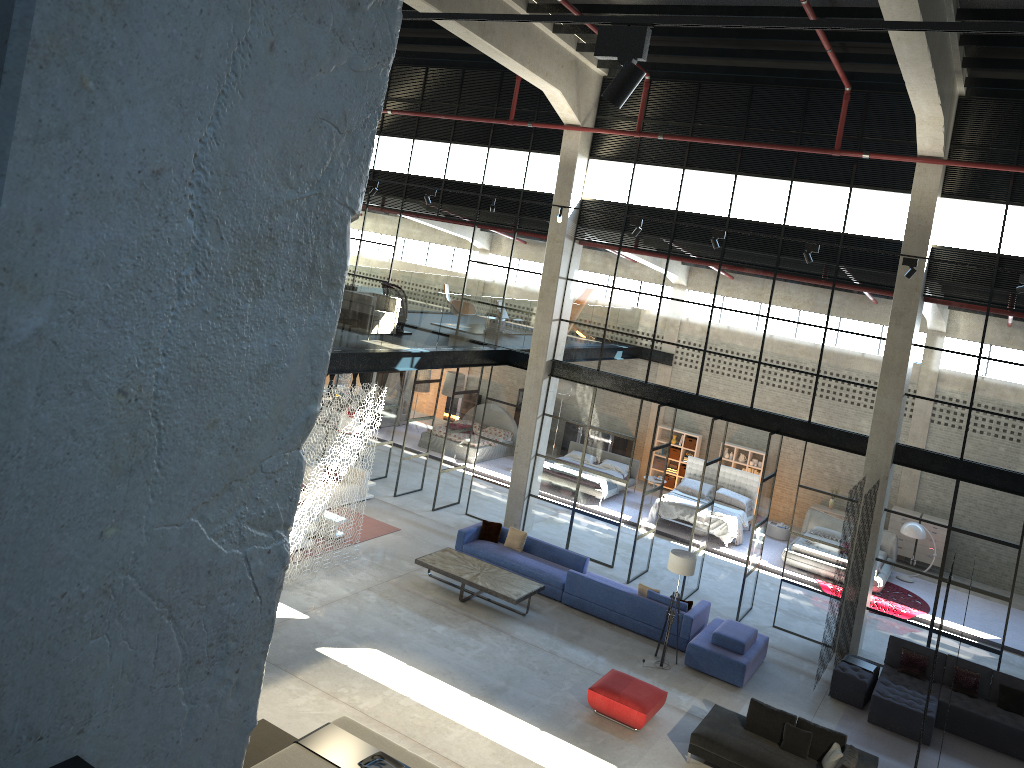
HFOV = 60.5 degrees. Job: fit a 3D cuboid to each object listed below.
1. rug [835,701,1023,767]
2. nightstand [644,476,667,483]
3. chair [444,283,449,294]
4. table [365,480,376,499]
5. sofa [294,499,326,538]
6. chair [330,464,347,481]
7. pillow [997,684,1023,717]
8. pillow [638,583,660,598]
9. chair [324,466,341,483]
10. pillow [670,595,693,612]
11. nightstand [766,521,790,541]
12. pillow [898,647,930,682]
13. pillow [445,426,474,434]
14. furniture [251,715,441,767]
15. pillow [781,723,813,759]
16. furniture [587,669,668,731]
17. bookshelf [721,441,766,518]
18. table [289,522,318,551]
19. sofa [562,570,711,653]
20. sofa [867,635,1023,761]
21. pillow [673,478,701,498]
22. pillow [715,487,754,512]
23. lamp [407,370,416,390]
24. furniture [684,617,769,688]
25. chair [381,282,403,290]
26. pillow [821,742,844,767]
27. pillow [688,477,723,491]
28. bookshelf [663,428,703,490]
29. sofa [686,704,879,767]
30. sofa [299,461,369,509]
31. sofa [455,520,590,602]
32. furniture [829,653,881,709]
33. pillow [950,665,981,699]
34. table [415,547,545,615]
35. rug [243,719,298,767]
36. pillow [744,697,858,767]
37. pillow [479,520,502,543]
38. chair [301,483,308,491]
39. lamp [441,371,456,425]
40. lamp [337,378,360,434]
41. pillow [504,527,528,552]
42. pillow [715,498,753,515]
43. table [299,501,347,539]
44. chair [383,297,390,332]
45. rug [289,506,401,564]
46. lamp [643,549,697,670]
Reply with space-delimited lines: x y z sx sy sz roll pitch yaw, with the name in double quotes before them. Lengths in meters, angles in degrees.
"rug" 6.278 5.394 11.861 3.675 0.020 2.638 15 10 29
"nightstand" 3.659 2.821 22.816 0.601 0.698 0.605 10 4 1
"chair" -1.312 -2.002 22.642 0.966 1.026 0.804 7 4 -32
"table" -3.516 2.290 19.637 0.912 0.369 0.299 14 5 29
"sofa" -4.474 2.516 16.015 0.960 0.667 2.130 13 8 29
"chair" -3.811 1.944 19.235 0.377 0.336 0.257 8 4 -27
"pillow" 7.606 4.819 13.349 0.388 0.334 0.217 13 4 27
"pillow" 2.346 3.650 15.059 0.407 0.381 0.205 13 3 30
"chair" -3.891 1.959 19.047 0.407 0.335 0.260 7 4 -27
"pillow" 2.832 3.777 14.822 0.400 0.371 0.260 11 3 8
"nightstand" 6.660 3.684 21.963 0.586 0.298 0.478 13 7 26
"pillow" 6.426 4.485 14.038 0.419 0.344 0.234 13 4 30
"pillow" -1.465 1.246 25.046 0.879 0.211 0.634 11 8 8
"furniture" -1.733 4.187 9.112 1.467 0.397 1.531 14 9 29
"pillow" 3.578 4.482 11.031 0.347 0.307 0.186 13 3 27
"furniture" 1.582 4.337 12.062 0.865 0.375 0.851 14 8 29
"bookshelf" 6.278 2.622 24.254 1.255 1.754 0.327 12 1 30
"table" -4.115 2.809 15.514 0.304 0.367 1.564 12 8 29
"sofa" 2.173 3.770 15.344 2.366 0.720 1.049 14 7 29
"sofa" 7.503 5.039 12.711 4.204 0.867 1.818 15 8 29
"pillow" 4.654 2.674 22.305 1.040 0.372 0.662 15 8 33
"pillow" 5.502 2.851 21.926 0.992 0.291 0.689 15 9 31
"lamp" -2.841 0.454 26.739 0.796 1.920 0.690 10 1 -19
"furniture" 3.522 4.226 14.244 0.961 0.552 1.531 14 8 29
"chair" -2.590 -1.671 19.097 0.687 0.984 0.833 10 4 -1
"pillow" 3.918 4.587 10.701 0.208 0.314 0.342 10 5 7
"pillow" 4.885 2.680 22.522 1.066 0.321 0.487 14 7 29
"bookshelf" 4.670 2.198 25.188 1.255 1.754 0.327 12 1 30
"sofa" 3.392 4.717 11.033 2.134 0.560 1.077 15 8 30
"sofa" -4.084 2.192 18.613 0.954 0.666 2.139 13 8 29
"sofa" 0.168 3.295 16.528 2.366 0.603 1.049 15 8 29
"furniture" 5.454 4.701 13.939 0.516 0.453 0.954 13 8 34
"pillow" 7.069 4.643 13.672 0.411 0.376 0.191 13 3 30
"table" -0.592 3.461 15.230 2.090 0.398 1.023 15 9 29
"rug" -2.061 4.447 8.359 3.675 0.020 2.638 15 10 29
"pillow" 3.718 4.495 10.992 0.735 0.417 1.611 6 9 -31
"pillow" -0.415 2.864 17.047 0.400 0.371 0.260 11 3 8
"chair" -4.390 2.098 18.043 0.412 0.107 0.412 8 8 -15
"lamp" -1.820 0.617 26.853 0.796 1.920 0.690 10 1 -19
"lamp" -3.206 0.406 17.691 0.446 1.099 0.435 11 2 38
"pillow" 0.072 2.981 16.811 0.407 0.381 0.205 13 3 30
"pillow" 5.527 2.943 21.990 0.972 0.329 0.712 14 8 30
"table" -3.776 2.643 17.009 1.217 0.369 0.298 15 5 29
"chair" -2.817 -1.351 17.250 0.814 0.830 0.978 12 6 29
"rug" -4.276 2.750 16.958 2.681 0.020 3.616 15 10 29
"lamp" 2.508 3.550 13.766 0.434 1.740 0.663 10 1 26
